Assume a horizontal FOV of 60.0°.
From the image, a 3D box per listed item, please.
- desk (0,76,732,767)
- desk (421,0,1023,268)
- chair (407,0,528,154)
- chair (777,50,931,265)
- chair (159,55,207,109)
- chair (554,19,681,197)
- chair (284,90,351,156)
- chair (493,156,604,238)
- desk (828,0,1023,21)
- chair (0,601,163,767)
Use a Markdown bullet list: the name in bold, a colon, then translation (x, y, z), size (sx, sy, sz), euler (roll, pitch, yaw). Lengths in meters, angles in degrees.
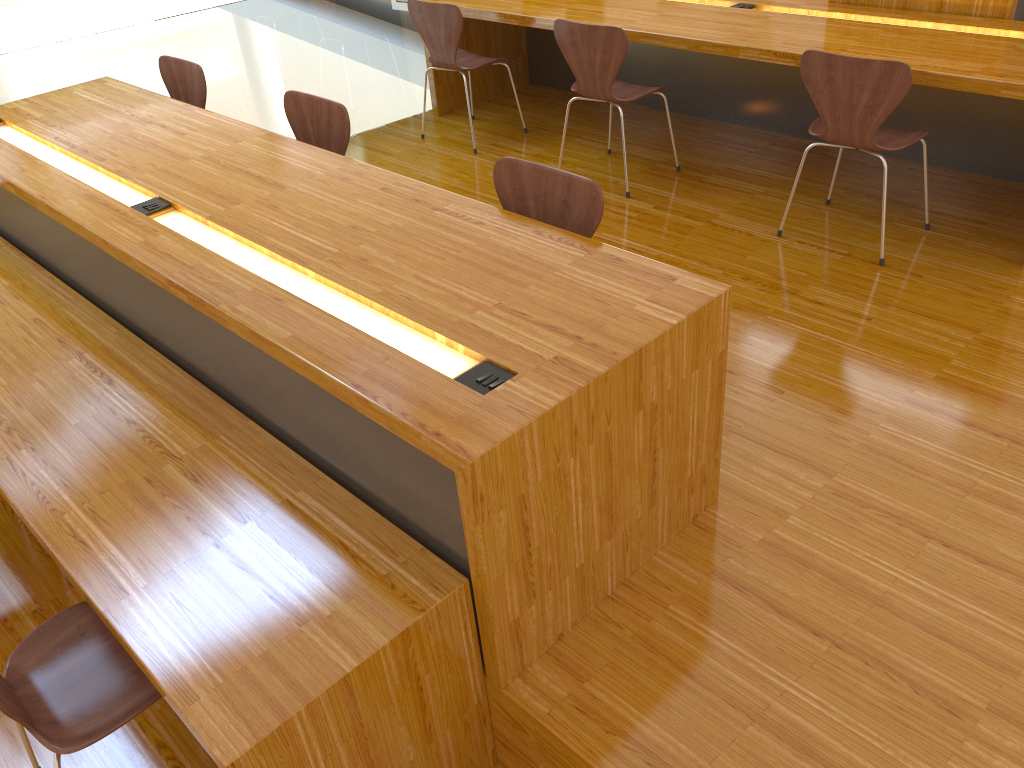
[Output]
- **desk**: translation (-1.082, -0.120, 2.796), size (1.285, 0.918, 3.236), euler (-32, 42, -33)
- **desk**: translation (0.916, -1.362, 4.038), size (0.760, 0.606, 3.185), euler (-32, 42, -33)
- **chair**: translation (-0.227, -1.586, 4.444), size (0.381, 0.693, 0.428), euler (-32, 42, -33)
- **chair**: translation (1.265, -0.861, 3.171), size (0.381, 0.693, 0.428), euler (-32, 42, -33)
- **chair**: translation (-1.440, -0.953, 3.700), size (0.381, 0.693, 0.428), euler (-32, 42, -33)
- **chair**: translation (0.454, -1.241, 3.843), size (0.381, 0.693, 0.428), euler (-32, 42, -33)
- **chair**: translation (-0.759, -0.608, 3.098), size (0.381, 0.693, 0.428), euler (-32, 42, -33)
- **chair**: translation (-0.003, -0.194, 2.385), size (0.381, 0.693, 0.428), euler (-32, 42, -33)
- **desk**: translation (2.778, -2.319, 4.488), size (3.185, 0.606, 0.760), euler (-32, 42, -33)
- **chair**: translation (-0.875, 0.630, 1.870), size (0.381, 0.693, 0.428), euler (-32, 42, -33)
